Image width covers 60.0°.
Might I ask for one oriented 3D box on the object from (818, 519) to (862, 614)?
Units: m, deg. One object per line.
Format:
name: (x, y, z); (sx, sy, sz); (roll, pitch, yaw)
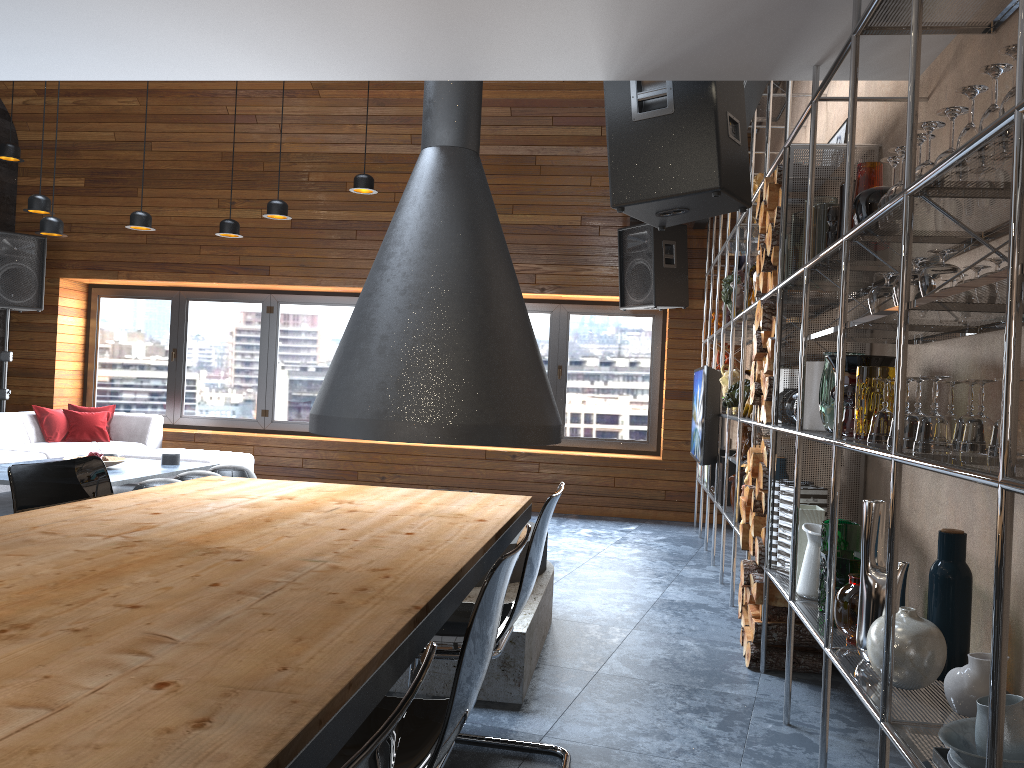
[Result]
object: (1.057, 0.590, 2.863); (0.125, 0.295, 0.129); (2, 0, 33)

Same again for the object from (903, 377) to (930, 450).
object: (0.962, 0.070, 2.103); (0.081, 0.170, 0.081); (3, 0, 4)

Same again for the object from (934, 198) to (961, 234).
object: (1.164, -0.495, 2.359); (0.070, 0.184, 0.071); (3, 0, -16)

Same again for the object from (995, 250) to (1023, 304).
object: (1.104, -0.227, 1.929); (0.092, 0.124, 0.092); (3, 0, 34)

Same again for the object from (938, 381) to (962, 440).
object: (1.136, 0.079, 2.299); (0.081, 0.170, 0.081); (2, 0, 34)

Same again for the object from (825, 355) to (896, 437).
object: (1.064, 0.039, 2.703); (0.218, 0.244, 0.216); (3, 0, -2)

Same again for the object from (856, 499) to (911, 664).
object: (0.986, 0.523, 2.344); (0.129, 0.420, 0.129); (3, 0, 11)

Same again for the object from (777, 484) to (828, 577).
object: (1.128, 0.571, 3.453); (0.140, 0.347, 0.139); (3, 0, -12)

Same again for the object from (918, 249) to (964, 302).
object: (0.956, -0.234, 1.976); (0.092, 0.124, 0.092); (3, 0, 34)

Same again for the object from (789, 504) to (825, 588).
object: (1.086, 0.597, 3.266); (0.092, 0.287, 0.148); (3, 0, 8)

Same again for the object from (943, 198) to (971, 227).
object: (1.136, -0.497, 2.256); (0.070, 0.184, 0.071); (3, 0, -16)

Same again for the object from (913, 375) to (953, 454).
object: (0.935, 0.068, 1.964); (0.081, 0.170, 0.081); (2, 0, 34)

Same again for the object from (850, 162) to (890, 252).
object: (1.073, -0.534, 2.668); (0.126, 0.255, 0.127); (3, 0, -39)

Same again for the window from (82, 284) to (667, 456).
window: (-1.471, -0.176, 8.657); (5.936, 1.522, 0.101); (3, 0, 8)

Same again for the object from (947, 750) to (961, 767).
object: (0.950, 0.686, 1.583); (0.308, 0.058, 0.311); (3, 0, 16)

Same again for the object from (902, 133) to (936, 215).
object: (0.983, -0.505, 2.144); (0.070, 0.184, 0.071); (3, 0, -16)

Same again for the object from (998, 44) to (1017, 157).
object: (0.914, -0.514, 1.612); (0.060, 0.191, 0.060); (2, 0, 34)

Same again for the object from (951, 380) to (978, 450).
object: (1.123, 0.078, 2.175); (0.081, 0.170, 0.081); (3, 0, 4)

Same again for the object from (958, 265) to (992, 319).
object: (1.137, -0.224, 2.172); (0.092, 0.124, 0.092); (3, 0, 34)

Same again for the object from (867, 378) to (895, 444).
object: (0.987, 0.072, 2.347); (0.081, 0.170, 0.081); (2, 0, 34)

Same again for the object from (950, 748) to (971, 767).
object: (0.925, 0.681, 1.595); (0.246, 0.052, 0.249); (3, 0, 16)

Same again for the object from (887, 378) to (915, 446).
object: (0.982, 0.071, 2.211); (0.081, 0.170, 0.081); (3, 0, 4)

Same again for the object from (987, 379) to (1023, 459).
object: (1.085, 0.075, 1.933); (0.081, 0.170, 0.081); (2, 0, 34)

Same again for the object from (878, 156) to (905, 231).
object: (1.008, -0.503, 2.347); (0.070, 0.184, 0.071); (3, 0, -16)

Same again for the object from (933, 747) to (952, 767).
object: (0.886, 0.713, 1.604); (0.184, 0.024, 0.184); (3, 0, 8)

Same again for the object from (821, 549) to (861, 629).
object: (1.024, 0.627, 2.684); (0.161, 0.219, 0.157); (3, 0, -36)

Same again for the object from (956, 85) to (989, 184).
object: (0.943, -0.511, 1.826); (0.060, 0.191, 0.060); (2, 0, 34)

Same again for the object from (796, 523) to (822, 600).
object: (1.079, 0.617, 3.071); (0.171, 0.245, 0.146); (2, 0, 38)

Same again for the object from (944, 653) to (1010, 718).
object: (1.026, 0.663, 1.964); (0.100, 0.142, 0.102); (3, 0, -13)

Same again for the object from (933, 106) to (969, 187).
object: (0.963, -0.507, 1.946); (0.070, 0.184, 0.071); (3, 0, -16)

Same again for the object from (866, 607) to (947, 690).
object: (0.952, 0.637, 2.143); (0.177, 0.189, 0.177); (3, 0, -41)

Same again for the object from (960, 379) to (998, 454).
object: (1.093, 0.076, 2.068); (0.081, 0.170, 0.081); (3, 0, 4)

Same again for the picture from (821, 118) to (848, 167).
picture: (1.549, -0.805, 4.376); (0.090, 0.863, 0.529); (3, 0, 8)

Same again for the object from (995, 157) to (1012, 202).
object: (1.109, -0.500, 1.959); (0.070, 0.184, 0.071); (3, 0, -16)

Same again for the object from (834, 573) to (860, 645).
object: (0.993, 0.640, 2.522); (0.145, 0.188, 0.145); (3, 0, -1)

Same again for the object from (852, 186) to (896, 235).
object: (1.047, -0.484, 2.521); (0.148, 0.149, 0.149); (3, 0, -39)

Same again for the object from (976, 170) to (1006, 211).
object: (1.115, -0.499, 2.052); (0.070, 0.184, 0.071); (3, 0, -16)

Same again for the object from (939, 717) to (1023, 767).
object: (0.889, 0.663, 1.601); (0.215, 0.080, 0.217); (3, 0, 16)

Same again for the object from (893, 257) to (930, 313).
object: (0.952, -0.233, 2.098); (0.092, 0.124, 0.092); (3, 0, 34)

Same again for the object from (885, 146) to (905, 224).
object: (0.988, -0.504, 2.254); (0.070, 0.184, 0.071); (3, 0, -16)

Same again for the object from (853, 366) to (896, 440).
object: (1.035, 0.055, 2.509); (0.120, 0.206, 0.120); (3, 0, -35)

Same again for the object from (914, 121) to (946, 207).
object: (0.962, -0.506, 2.051); (0.070, 0.184, 0.071); (3, 0, -16)

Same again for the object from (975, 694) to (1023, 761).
object: (0.894, 0.630, 1.601); (0.101, 0.136, 0.098); (3, 0, -9)

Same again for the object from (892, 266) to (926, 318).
object: (1.004, -0.230, 2.225); (0.092, 0.124, 0.092); (3, 0, 34)

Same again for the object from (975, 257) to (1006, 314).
object: (1.120, -0.225, 2.048); (0.092, 0.124, 0.092); (3, 0, 34)

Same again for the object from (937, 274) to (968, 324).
object: (1.158, -0.222, 2.323); (0.092, 0.124, 0.092); (3, 0, 34)

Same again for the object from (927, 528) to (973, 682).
object: (1.100, 0.552, 2.230); (0.099, 0.372, 0.099); (3, 0, -33)

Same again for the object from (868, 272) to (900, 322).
object: (0.993, -0.230, 2.351); (0.092, 0.124, 0.092); (3, 0, 34)

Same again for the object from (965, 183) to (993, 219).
object: (1.139, -0.497, 2.156); (0.070, 0.184, 0.071); (3, 0, -16)

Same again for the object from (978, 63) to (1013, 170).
object: (0.927, -0.512, 1.708); (0.060, 0.191, 0.060); (2, 0, 34)

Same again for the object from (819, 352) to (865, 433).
object: (1.079, 0.031, 2.899); (0.144, 0.264, 0.142); (2, 0, 38)
